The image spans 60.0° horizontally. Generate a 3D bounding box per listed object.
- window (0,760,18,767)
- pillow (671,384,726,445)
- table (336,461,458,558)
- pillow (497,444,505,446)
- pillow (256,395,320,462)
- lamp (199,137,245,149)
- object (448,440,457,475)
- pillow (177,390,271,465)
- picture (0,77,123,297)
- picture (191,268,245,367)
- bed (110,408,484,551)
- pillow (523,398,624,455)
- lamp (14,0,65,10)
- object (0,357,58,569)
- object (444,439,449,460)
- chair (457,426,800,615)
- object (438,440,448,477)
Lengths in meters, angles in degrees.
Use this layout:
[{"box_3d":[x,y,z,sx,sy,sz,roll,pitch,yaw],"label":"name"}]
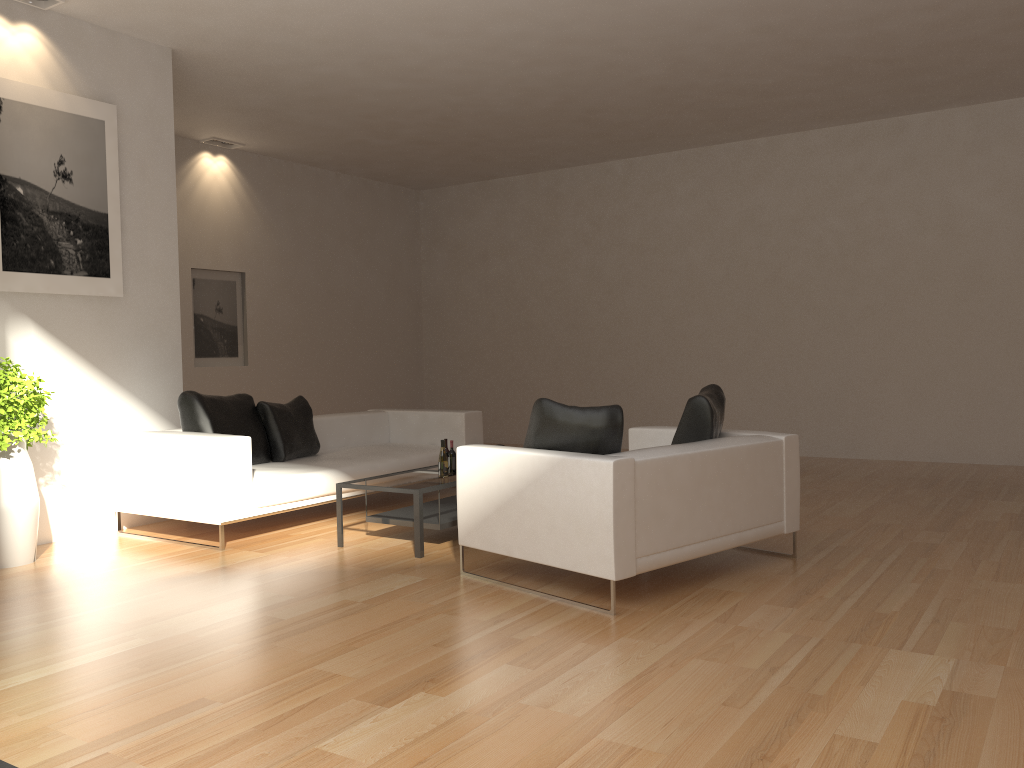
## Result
[{"box_3d":[-1.416,-0.427,2.423,5.198,3.189,0.152,0,2,33],"label":"window"},{"box_3d":[1.125,0.338,5.409,0.324,0.666,0.506,0,2,23],"label":"pillow"},{"box_3d":[-0.441,0.861,6.364,0.709,0.460,1.566,0,2,33],"label":"table"},{"box_3d":[-0.190,0.803,8.192,0.503,0.457,0.340,-3,2,-38],"label":"pillow"},{"box_3d":[-1.845,0.368,7.332,0.270,0.524,0.628,-1,2,17],"label":"pillow"},{"box_3d":[-3.315,-2.825,10.138,0.243,0.166,0.446,0,2,33],"label":"lamp"},{"box_3d":[-0.420,0.517,6.222,0.059,0.244,0.059,0,2,34],"label":"object"},{"box_3d":[-2.184,0.368,6.777,0.346,0.666,0.755,-1,2,19],"label":"pillow"},{"box_3d":[-3.217,-1.352,6.256,0.004,1.431,0.979,0,2,33],"label":"picture"},{"box_3d":[-3.428,-0.758,10.320,0.005,1.155,0.802,0,2,33],"label":"picture"},{"box_3d":[-1.581,0.672,7.432,1.262,0.761,3.075,0,2,33],"label":"bed"},{"box_3d":[0.309,0.369,4.800,0.660,0.598,0.291,-1,2,23],"label":"pillow"},{"box_3d":[-3.292,-2.694,5.961,0.243,0.166,0.446,0,2,33],"label":"lamp"},{"box_3d":[-3.218,0.485,5.634,0.570,1.324,0.631,-3,2,-42],"label":"object"},{"box_3d":[-0.469,0.514,6.317,0.057,0.248,0.057,-3,2,-39],"label":"object"},{"box_3d":[0.683,0.692,5.210,1.671,0.761,1.262,-3,2,-42],"label":"chair"},{"box_3d":[-0.477,0.514,6.124,0.068,0.257,0.067,-3,2,-38],"label":"object"}]
